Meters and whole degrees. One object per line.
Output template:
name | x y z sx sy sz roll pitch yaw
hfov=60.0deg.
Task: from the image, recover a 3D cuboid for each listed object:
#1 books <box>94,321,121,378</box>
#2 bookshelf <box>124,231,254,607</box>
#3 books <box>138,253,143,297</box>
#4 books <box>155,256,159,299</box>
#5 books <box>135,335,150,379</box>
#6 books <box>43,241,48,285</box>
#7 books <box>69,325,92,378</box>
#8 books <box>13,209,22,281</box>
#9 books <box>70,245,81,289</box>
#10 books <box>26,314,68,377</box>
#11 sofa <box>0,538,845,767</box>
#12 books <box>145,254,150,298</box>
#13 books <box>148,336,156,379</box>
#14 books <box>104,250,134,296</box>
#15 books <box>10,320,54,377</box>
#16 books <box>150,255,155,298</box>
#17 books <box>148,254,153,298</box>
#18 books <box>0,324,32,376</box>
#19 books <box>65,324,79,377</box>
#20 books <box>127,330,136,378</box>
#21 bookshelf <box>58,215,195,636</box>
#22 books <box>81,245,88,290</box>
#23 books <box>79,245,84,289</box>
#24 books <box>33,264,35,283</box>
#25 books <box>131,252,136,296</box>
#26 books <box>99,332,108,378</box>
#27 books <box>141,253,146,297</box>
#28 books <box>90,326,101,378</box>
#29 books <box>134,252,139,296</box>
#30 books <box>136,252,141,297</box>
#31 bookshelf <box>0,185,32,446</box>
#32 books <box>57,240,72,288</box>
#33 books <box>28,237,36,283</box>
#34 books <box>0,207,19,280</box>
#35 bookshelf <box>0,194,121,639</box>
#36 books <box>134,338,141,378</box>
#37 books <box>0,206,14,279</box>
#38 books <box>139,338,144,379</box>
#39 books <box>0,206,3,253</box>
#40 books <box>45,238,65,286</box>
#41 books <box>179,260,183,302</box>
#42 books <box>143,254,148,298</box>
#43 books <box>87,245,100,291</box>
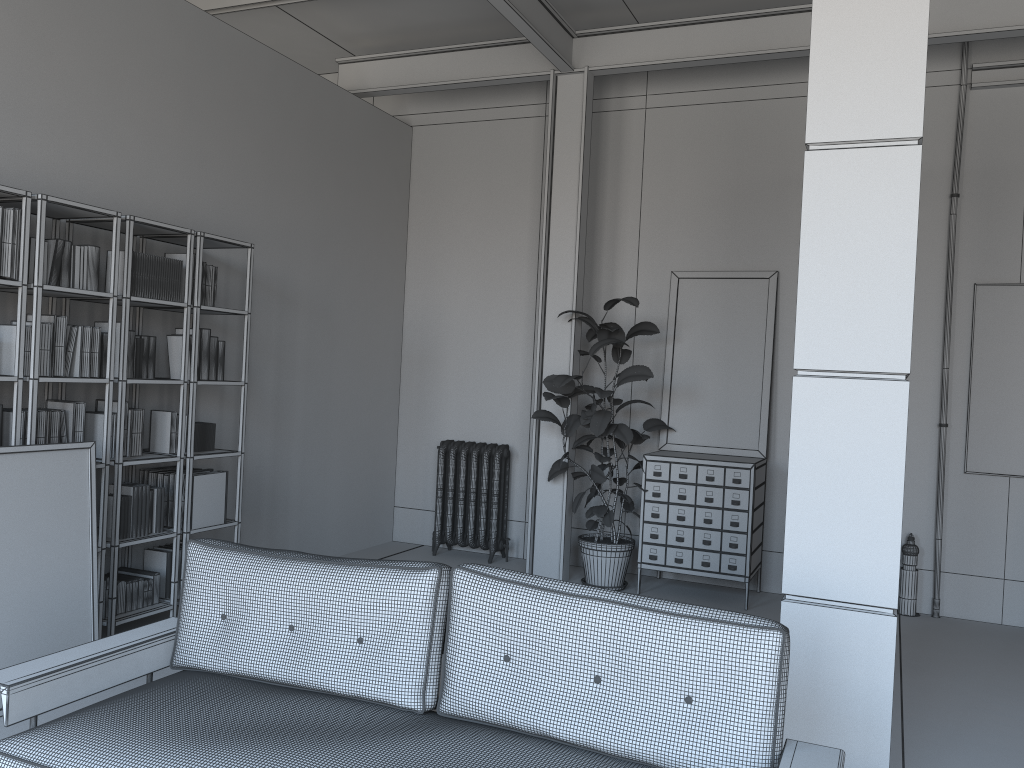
books | -2.131 -0.181 4.714 0.224 0.304 0.038 3 0 23
bookshelf | -1.918 0.274 5.271 0.455 2.276 0.455 3 0 23
books | -2.020 -0.573 4.668 0.182 0.240 0.016 3 0 23
books | -1.976 -0.572 4.768 0.182 0.240 0.016 3 0 23
books | -2.087 -0.148 4.901 0.180 0.244 0.057 3 0 23
books | -2.293 -0.571 4.240 0.161 0.222 0.039 3 0 23
books | -2.202 -0.163 4.442 0.193 0.265 0.062 3 0 23
books | -2.348 -0.635 4.064 0.303 0.326 0.033 3 0 23
books | -2.225 -0.572 4.397 0.196 0.229 0.035 3 0 23
books | -2.278 -0.187 4.315 0.222 0.303 0.071 3 0 23
sofa | -0.350 1.023 2.463 2.347 0.948 0.952 3 0 23
books | -2.001 -0.573 4.711 0.182 0.240 0.016 3 0 23
books | -2.073 -0.148 4.960 0.180 0.244 0.057 3 0 23
books | -2.044 -0.574 4.610 0.182 0.240 0.016 3 0 23
books | -2.296 -0.166 4.225 0.193 0.265 0.091 3 0 23
books | -1.988 -0.572 4.740 0.182 0.240 0.016 3 0 23
books | -1.995 -0.573 4.725 0.182 0.240 0.016 3 0 23
books | -2.331 -0.156 4.150 0.178 0.244 0.057 3 0 23
books | -2.250 -0.164 4.384 0.193 0.267 0.084 3 0 24
books | -2.136 -0.161 4.792 0.195 0.266 0.091 3 0 23
bookshelf | -2.119 0.267 4.820 0.455 2.276 0.455 3 0 23
books | -2.203 -0.576 4.447 0.180 0.238 0.027 3 0 23
books | -2.213 -0.573 4.424 0.187 0.232 0.023 3 0 23
books | -2.304 -0.572 4.213 0.168 0.224 0.019 3 0 23
books | -2.038 -0.574 4.624 0.182 0.240 0.016 3 0 23
books | -2.194 -0.152 4.680 0.180 0.244 0.057 3 0 23
books | -2.013 -0.573 4.682 0.182 0.240 0.016 3 0 23
books | -2.188 -0.163 4.506 0.193 0.265 0.062 3 0 23
books | -2.032 -0.574 4.639 0.182 0.240 0.016 3 0 23
books | -2.026 -0.574 4.653 0.182 0.240 0.016 3 0 23
bookshelf | -2.527 0.253 3.903 0.455 2.276 0.455 3 0 23
books | -2.244 -0.582 4.354 0.178 0.242 0.057 3 0 23
books | -2.326 -0.579 4.188 0.173 0.231 0.029 3 0 23
books | -2.352 -0.636 4.027 0.272 0.326 0.027 3 0 23
bookshelf | -2.317 0.261 4.346 0.455 2.276 0.455 3 0 23
books | -2.093 -0.139 4.833 0.165 0.227 0.022 3 0 23
books | -2.383 -0.636 3.994 0.317 0.315 0.056 3 0 23
books | -2.085 -0.138 4.854 0.165 0.227 0.022 3 0 23
books | -2.408 -0.636 3.937 0.319 0.318 0.068 3 0 23
books | -2.252 -0.581 4.286 0.178 0.244 0.077 3 0 22
books | -1.908 -0.570 4.927 0.182 0.240 0.016 3 0 23
books | -2.007 -0.573 4.696 0.182 0.240 0.016 3 0 23
books | -2.182 -0.580 4.498 0.178 0.242 0.083 3 0 23
